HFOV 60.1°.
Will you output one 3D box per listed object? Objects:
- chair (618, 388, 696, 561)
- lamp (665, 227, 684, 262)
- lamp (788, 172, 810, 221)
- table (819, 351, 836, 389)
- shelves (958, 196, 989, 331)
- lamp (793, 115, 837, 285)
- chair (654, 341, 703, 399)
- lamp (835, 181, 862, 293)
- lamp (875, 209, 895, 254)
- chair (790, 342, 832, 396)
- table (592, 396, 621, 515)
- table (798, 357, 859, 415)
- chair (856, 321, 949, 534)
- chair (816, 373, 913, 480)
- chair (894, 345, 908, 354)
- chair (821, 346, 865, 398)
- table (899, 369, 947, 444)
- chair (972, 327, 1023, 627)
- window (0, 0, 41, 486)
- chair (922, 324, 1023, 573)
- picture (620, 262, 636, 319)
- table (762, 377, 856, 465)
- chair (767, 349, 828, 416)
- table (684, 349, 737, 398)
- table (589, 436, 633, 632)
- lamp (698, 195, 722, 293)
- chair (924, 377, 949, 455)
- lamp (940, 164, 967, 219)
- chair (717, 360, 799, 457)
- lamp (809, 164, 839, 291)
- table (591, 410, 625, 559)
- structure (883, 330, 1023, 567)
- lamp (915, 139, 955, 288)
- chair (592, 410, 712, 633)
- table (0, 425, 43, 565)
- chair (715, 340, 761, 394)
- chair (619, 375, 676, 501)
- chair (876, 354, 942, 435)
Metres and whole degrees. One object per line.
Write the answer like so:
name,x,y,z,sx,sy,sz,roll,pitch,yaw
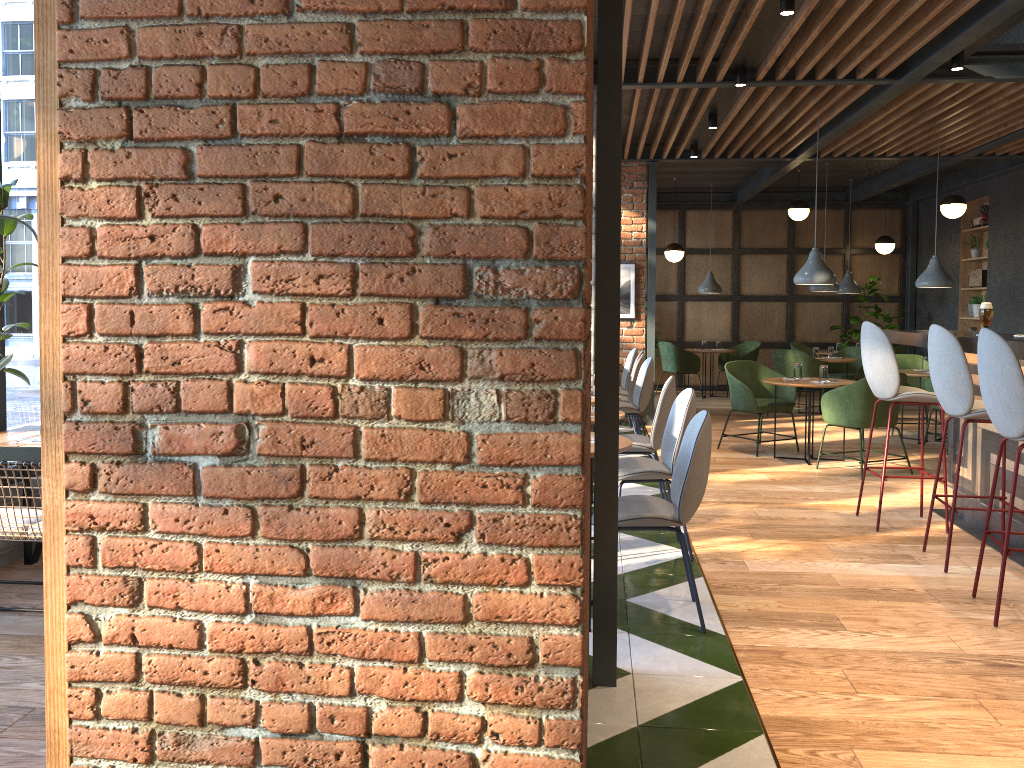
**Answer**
chair,0.733,0.463,4.800,0.507,0.886,0.419,0,3,2
lamp,2.272,-3.588,12.278,0.268,3.786,0.268,-2,3,-41
lamp,3.738,-4.015,11.455,0.268,3.786,0.269,0,2,-15
table,4.682,-0.097,12.449,0.807,0.685,0.809,1,4,6
shelves,6.039,-0.997,11.340,0.284,2.701,0.838,0,3,5
lamp,2.625,-3.099,7.561,0.353,4.481,0.353,2,3,41
chair,2.418,-0.206,12.822,0.515,0.817,0.640,-1,4,-19
lamp,4.717,-3.511,12.309,0.353,4.481,0.353,2,3,41
lamp,5.385,-3.762,12.700,0.268,3.786,0.268,-2,3,-41
chair,4.308,-0.193,12.767,0.515,0.817,0.639,3,4,37
table,0.349,0.449,5.739,0.699,0.745,0.701,1,4,16
table,3.868,0.026,11.015,0.808,0.685,0.808,-3,5,-43
chair,2.389,0.240,5.402,0.507,1.241,0.419,1,3,6
chair,2.833,0.300,7.133,0.638,0.817,0.516,-1,3,-24
chair,5.086,-0.129,12.091,0.515,0.817,0.639,3,4,42
chair,4.308,-0.065,11.323,0.515,0.817,0.639,-2,4,-34
table,4.159,0.226,8.772,0.808,0.685,0.809,-3,5,-35
chair,2.269,0.381,3.797,0.508,1.241,0.419,1,3,17
window,-2.375,-2.487,6.802,0.127,5.586,8.745,0,4,5
chair,2.414,0.314,4.568,0.507,1.241,0.419,1,3,11
picture,1.165,-1.039,9.880,0.430,0.630,0.015,1,2,5
table,2.584,0.315,7.693,0.808,0.685,0.809,3,5,36
chair,3.470,-0.015,10.722,0.515,0.817,0.639,-2,4,-39
table,2.878,-0.155,13.002,0.808,0.685,0.808,-4,6,-45
table,0.167,0.616,3.844,0.700,0.745,0.700,-3,5,-38
lamp,2.900,-3.566,12.843,0.353,4.481,0.353,2,3,41
chair,4.190,0.211,8.211,0.638,0.817,0.516,0,3,0
lamp,4.973,-3.753,9.894,0.268,3.786,0.269,-1,3,-23
chair,2.278,0.207,8.158,0.639,0.817,0.516,-2,4,-29
lamp,3.873,-3.387,10.871,0.353,4.481,0.353,2,3,41
table,0.264,0.527,4.852,0.700,0.745,0.700,-3,5,-42
structure,3.650,0.353,3.326,2.916,1.393,4.934,1,5,6
lamp,4.178,-3.188,8.644,0.353,4.481,0.353,2,3,41
chair,0.591,0.552,3.797,0.507,0.886,0.419,1,3,7
table,-1.873,0.599,4.167,1.271,0.704,0.660,1,4,5
chair,3.383,-0.234,13.186,0.515,0.817,0.640,-1,4,-19
chair,0.790,0.385,5.689,0.507,0.886,0.419,1,3,12
chair,4.223,0.108,9.376,0.638,0.817,0.516,1,3,5
